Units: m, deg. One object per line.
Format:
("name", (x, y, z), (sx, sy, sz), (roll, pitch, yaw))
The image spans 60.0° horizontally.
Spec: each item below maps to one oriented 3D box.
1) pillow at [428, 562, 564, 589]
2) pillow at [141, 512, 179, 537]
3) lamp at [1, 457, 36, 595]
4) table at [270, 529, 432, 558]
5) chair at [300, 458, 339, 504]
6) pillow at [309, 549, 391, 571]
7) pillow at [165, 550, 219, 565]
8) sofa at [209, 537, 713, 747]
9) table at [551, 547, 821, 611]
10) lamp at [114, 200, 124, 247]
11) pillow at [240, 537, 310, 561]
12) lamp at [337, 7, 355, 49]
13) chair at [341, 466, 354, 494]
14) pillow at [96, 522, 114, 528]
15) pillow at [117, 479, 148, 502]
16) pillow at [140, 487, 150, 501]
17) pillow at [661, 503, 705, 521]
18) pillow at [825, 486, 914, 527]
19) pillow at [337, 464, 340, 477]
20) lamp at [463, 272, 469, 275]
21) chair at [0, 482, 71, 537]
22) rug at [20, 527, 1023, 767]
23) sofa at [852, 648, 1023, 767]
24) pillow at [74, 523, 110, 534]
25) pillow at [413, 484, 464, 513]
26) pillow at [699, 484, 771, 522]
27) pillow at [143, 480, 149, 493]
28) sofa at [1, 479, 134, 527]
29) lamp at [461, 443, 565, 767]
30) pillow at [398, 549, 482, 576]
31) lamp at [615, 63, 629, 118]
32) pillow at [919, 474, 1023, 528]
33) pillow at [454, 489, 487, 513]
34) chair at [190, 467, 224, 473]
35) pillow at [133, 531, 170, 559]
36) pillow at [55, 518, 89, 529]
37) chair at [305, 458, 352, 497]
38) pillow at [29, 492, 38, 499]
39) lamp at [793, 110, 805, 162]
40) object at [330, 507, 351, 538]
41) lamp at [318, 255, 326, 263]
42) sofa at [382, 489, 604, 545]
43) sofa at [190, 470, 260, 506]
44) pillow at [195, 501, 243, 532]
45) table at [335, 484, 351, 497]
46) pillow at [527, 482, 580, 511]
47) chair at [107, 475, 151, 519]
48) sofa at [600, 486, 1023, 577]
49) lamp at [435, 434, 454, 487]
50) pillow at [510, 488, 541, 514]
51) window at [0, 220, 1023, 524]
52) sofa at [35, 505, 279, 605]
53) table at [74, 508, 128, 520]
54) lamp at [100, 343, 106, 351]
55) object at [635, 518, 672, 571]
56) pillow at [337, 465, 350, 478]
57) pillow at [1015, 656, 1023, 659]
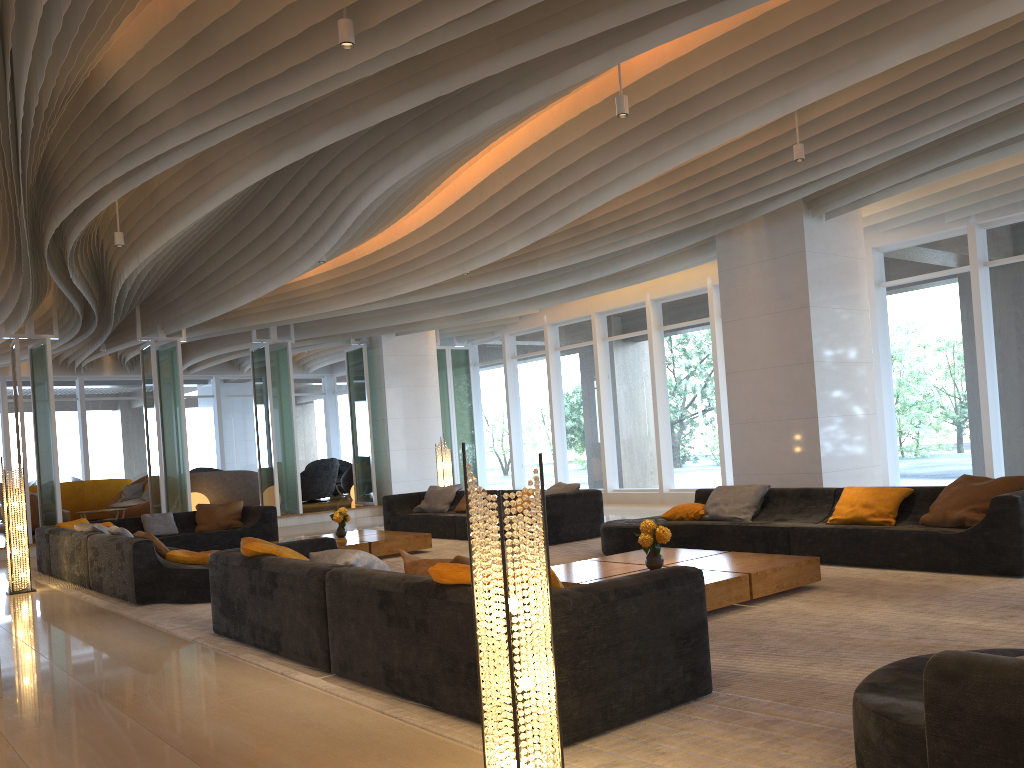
("pillow", (0.030, 0.958, 3.976), (0.630, 0.377, 0.555), (-6, -3, 29))
("pillow", (-4.688, 1.870, 11.793), (0.414, 0.312, 0.317), (-2, -3, -36))
("lamp", (-5.254, 1.485, 9.400), (0.254, 1.449, 0.246), (-4, -1, -39))
("table", (-2.050, 1.933, 10.413), (1.626, 0.219, 1.579), (-1, -5, -39))
("chair", (-4.601, 2.238, 20.443), (1.123, 1.004, 1.537), (-5, -3, 24))
("pillow", (-0.930, 1.180, 5.321), (0.427, 0.376, 0.578), (-2, -3, -36))
("pillow", (-2.917, 1.581, 8.147), (0.411, 0.135, 0.416), (-4, -4, -5))
("sofa", (-0.634, 1.274, 5.057), (0.956, 0.581, 3.725), (-2, -5, -38))
("table", (1.082, 1.431, 6.432), (1.626, 0.219, 1.579), (-1, -5, -39))
("lamp", (-4.066, -2.160, 9.077), (0.089, 1.504, 0.089), (-4, -1, 6))
("pillow", (-1.538, 1.210, 5.970), (0.552, 0.377, 0.634), (-3, -3, -16))
("lamp", (-0.987, -2.664, 5.028), (0.088, 1.504, 0.090), (-5, -1, 42))
("chair", (-3.468, 2.253, 21.819), (1.541, 1.004, 1.121), (-2, -3, -36))
("pillow", (-4.555, 1.706, 9.933), (0.419, 0.335, 0.328), (-5, -2, 17))
("pillow", (-7.681, 2.167, 18.015), (0.617, 0.454, 0.476), (-5, -2, 13))
("pillow", (-7.122, 2.129, 17.638), (0.471, 0.408, 0.497), (-2, -3, -36))
("pillow", (1.753, 1.299, 8.956), (0.445, 0.192, 0.592), (-5, -4, 16))
("pillow", (3.015, 1.071, 7.527), (0.457, 0.393, 0.628), (-2, -4, -39))
("pillow", (-4.827, 2.337, 23.622), (0.615, 0.422, 0.367), (-2, -3, -35))
("lamp", (-0.670, -2.213, 11.799), (0.089, 1.504, 0.089), (-4, -1, 6))
("chair", (-8.665, 2.224, 16.084), (1.152, 1.004, 1.499), (-3, -3, -31))
("rug", (0.894, 1.575, 6.681), (5.599, 0.022, 15.995), (-1, -5, -38))
("sofa", (1.872, 0.895, 2.167), (1.376, 0.576, 2.222), (-1, -5, -38))
("pillow", (-4.385, 1.681, 9.644), (0.555, 0.376, 0.642), (-1, -4, -43))
("pillow", (-1.069, 1.657, 12.849), (0.630, 0.377, 0.555), (-6, -3, 29))
("pillow", (2.150, 1.192, 8.622), (0.469, 0.416, 0.655), (-2, -4, -38))
("pillow", (-7.278, 2.121, 18.026), (0.598, 0.422, 0.377), (-6, -3, 30))
("sofa", (-9.045, 2.455, 18.248), (1.094, 0.900, 2.603), (-6, -4, 41))
("lamp", (0.008, 0.772, 2.771), (0.254, 1.197, 0.246), (-4, -1, -39))
("pillow", (-0.302, 1.040, 4.519), (0.451, 0.409, 0.593), (-2, -3, -37))
("lamp", (0.749, -2.690, 6.429), (0.088, 1.504, 0.090), (-4, -1, 24))
("pillow", (3.591, 0.910, 6.922), (0.552, 0.377, 0.634), (-3, -3, -16))
("pillow", (-0.569, 1.603, 12.188), (0.327, 0.312, 0.402), (-2, -3, -41))
("chair", (-6.783, 2.404, 20.582), (1.121, 1.004, 1.541), (-6, -3, 34))
("pillow", (-3.302, 1.511, 8.239), (0.333, 0.311, 0.418), (-2, -3, -37))
("pillow", (-5.459, 1.859, 11.167), (0.337, 0.316, 0.414), (-5, -3, 23))
("chair", (-4.698, 2.452, 23.404), (1.537, 1.004, 1.124), (-3, -3, -26))
("pillow", (-8.503, 2.071, 15.811), (0.612, 0.454, 0.479), (-6, -3, 33))
("lamp", (2.478, -2.717, 7.814), (0.088, 1.504, 0.090), (-5, -1, 42))
("object", (-2.050, 1.648, 10.619), (0.237, 0.376, 0.265), (-4, -2, -7))
("lamp", (-2.302, -2.188, 10.490), (0.089, 1.504, 0.089), (-4, -1, 6))
("sofa", (-0.379, 1.724, 11.764), (0.956, 0.581, 3.725), (-2, -5, -38))
("sofa", (-6.165, 2.278, 18.673), (2.547, 0.900, 1.118), (-5, -3, 11))
("pillow", (-4.061, 1.834, 12.318), (0.644, 0.377, 0.543), (-3, -3, -17))
("table", (-3.992, 2.692, 22.636), (1.095, 0.318, 0.808), (-2, -4, -32))
("pillow", (0.498, 1.406, 10.855), (0.552, 0.377, 0.634), (-3, -3, -16))
("chair", (-7.417, 2.256, 17.818), (1.496, 1.004, 1.154), (-6, -3, 39))
("sofa", (2.474, 1.247, 7.859), (1.373, 0.582, 4.085), (-1, -5, -40))
("lamp", (-1.051, 1.505, 13.986), (0.254, 1.449, 0.246), (-4, -1, -39))
("pillow", (0.176, 1.484, 11.241), (0.327, 0.312, 0.402), (-2, -3, -36))
("window", (2.885, -0.114, 10.955), (54.007, 3.216, 22.376), (-5, -4, 16))
("sofa", (-3.361, 1.785, 10.093), (2.869, 0.652, 5.018), (-1, -5, -38))
("table", (-7.779, 2.557, 16.833), (1.065, 0.318, 0.830), (-6, -4, 33))
("lamp", (-7.723, -1.369, 16.652), (0.090, 1.504, 0.088), (-4, -1, -30))
("object", (0.998, 1.126, 6.260), (0.238, 0.376, 0.264), (-4, -2, -17))
("pillow", (-4.404, 2.352, 23.608), (0.507, 0.408, 0.462), (-4, -3, -11))
("pillow", (1.542, 0.807, 2.322), (0.472, 0.246, 0.428), (-4, -3, -3))
